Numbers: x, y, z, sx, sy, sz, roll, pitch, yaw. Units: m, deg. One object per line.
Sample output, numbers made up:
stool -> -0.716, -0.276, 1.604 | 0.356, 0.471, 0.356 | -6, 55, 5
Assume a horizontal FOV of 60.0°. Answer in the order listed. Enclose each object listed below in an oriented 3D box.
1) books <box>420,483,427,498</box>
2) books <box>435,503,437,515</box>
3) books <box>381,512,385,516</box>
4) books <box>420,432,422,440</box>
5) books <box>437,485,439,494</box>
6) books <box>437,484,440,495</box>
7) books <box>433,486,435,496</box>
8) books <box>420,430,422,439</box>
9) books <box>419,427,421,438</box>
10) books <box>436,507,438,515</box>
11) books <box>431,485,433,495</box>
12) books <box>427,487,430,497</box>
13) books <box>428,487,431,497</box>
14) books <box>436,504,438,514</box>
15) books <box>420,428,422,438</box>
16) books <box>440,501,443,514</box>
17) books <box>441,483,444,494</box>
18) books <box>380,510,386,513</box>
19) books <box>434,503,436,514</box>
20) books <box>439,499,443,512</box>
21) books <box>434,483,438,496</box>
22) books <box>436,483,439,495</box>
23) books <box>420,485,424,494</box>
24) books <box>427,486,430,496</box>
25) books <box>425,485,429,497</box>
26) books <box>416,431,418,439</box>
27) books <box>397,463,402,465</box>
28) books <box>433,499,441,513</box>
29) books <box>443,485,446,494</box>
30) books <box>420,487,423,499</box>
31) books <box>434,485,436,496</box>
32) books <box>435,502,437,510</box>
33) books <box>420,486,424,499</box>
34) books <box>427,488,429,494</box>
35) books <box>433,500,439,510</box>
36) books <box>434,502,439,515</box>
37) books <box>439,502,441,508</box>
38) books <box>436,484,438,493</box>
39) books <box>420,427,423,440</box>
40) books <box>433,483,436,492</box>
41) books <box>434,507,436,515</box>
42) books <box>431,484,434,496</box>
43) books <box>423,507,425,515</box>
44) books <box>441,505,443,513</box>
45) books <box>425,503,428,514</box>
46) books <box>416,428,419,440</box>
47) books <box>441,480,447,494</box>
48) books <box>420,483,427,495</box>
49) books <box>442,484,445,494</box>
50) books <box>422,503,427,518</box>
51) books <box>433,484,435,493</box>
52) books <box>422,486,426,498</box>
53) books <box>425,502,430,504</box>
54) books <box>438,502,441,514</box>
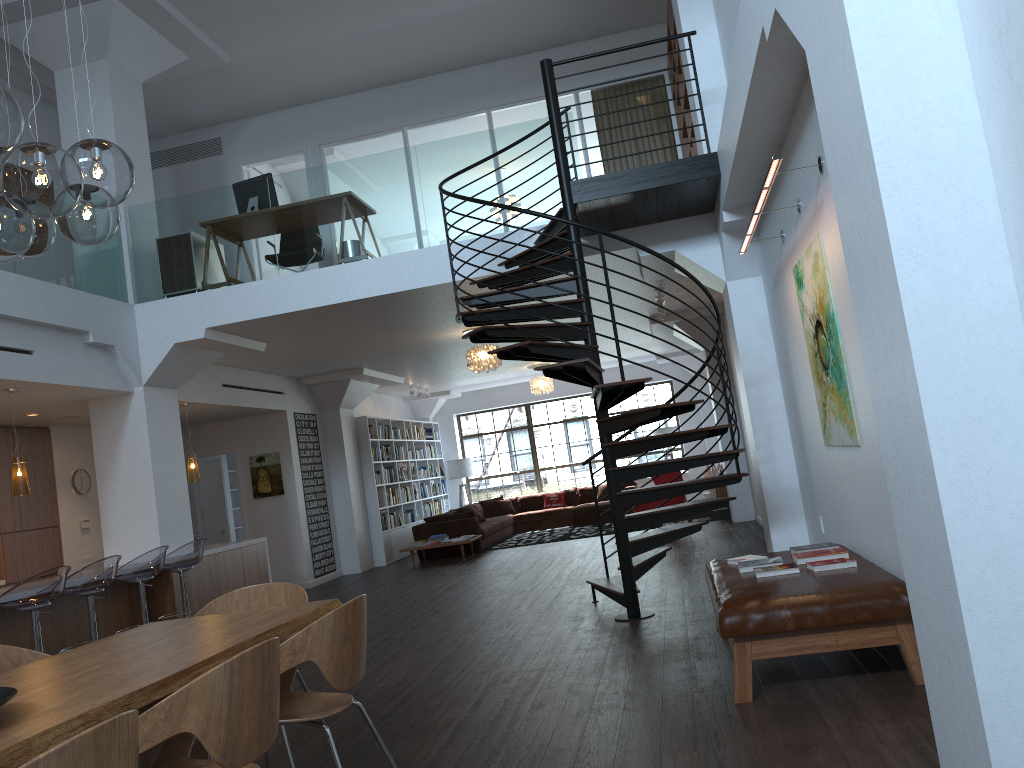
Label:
books -> -1.760, 2.061, 17.046 | 0.197, 0.290, 0.136 | -9, -5, 9
books -> -1.591, 2.488, 17.585 | 0.183, 0.253, 0.037 | -9, -5, 9
books -> -2.180, 2.126, 14.452 | 0.174, 0.045, 0.240 | -8, -5, -1
books -> -1.878, 0.989, 17.387 | 0.183, 0.253, 0.034 | -9, -5, 9
books -> -1.568, 2.167, 18.016 | 0.161, 0.221, 0.035 | -9, -5, 9
books -> -1.561, 2.163, 18.103 | 0.168, 0.228, 0.139 | -9, -5, 9
books -> -1.629, 2.133, 17.662 | 0.161, 0.223, 0.030 | -9, -5, 9
books -> -1.877, 1.000, 17.426 | 0.174, 0.240, 0.045 | -9, -5, 9
books -> -1.879, 0.986, 17.354 | 0.183, 0.253, 0.034 | -9, -5, 9
books -> -1.587, 2.502, 17.662 | 0.174, 0.240, 0.048 | -9, -5, 9
books -> -1.654, 2.126, 17.554 | 0.161, 0.223, 0.030 | -9, -5, 9
books -> -1.709, 2.097, 17.286 | 0.159, 0.248, 0.089 | -9, -5, 9
books -> -1.689, 2.116, 17.348 | 0.161, 0.218, 0.101 | -9, -5, 9
books -> -1.573, 2.498, 17.698 | 0.160, 0.250, 0.027 | -9, -5, 9
books -> -1.863, 0.996, 17.459 | 0.160, 0.250, 0.026 | -9, -5, 9
books -> -1.516, 2.523, 18.030 | 0.171, 0.246, 0.057 | -9, -5, 9
books -> -1.509, 2.173, 18.328 | 0.172, 0.235, 0.112 | -9, -5, 9
books -> -2.181, 2.087, 14.432 | 0.223, 0.027, 0.161 | -10, -6, 19
books -> -1.601, 2.487, 17.551 | 0.183, 0.253, 0.036 | -9, -5, 9
books -> -1.507, 2.508, 18.114 | 0.176, 0.290, 0.053 | -9, -5, 9
books -> -1.602, 2.135, 17.884 | 0.183, 0.253, 0.042 | -9, -5, 9
books -> -1.585, 2.143, 17.984 | 0.160, 0.251, 0.039 | -9, -5, 9
books -> -1.778, 2.066, 16.896 | 0.182, 0.255, 0.077 | -9, -5, 9
books -> -1.693, 2.111, 17.314 | 0.161, 0.222, 0.084 | -9, -5, 9
books -> -1.721, 2.092, 17.190 | 0.174, 0.242, 0.105 | -9, -5, 9
books -> -1.932, 0.986, 17.194 | 0.174, 0.240, 0.045 | -9, -5, 9
books -> -2.076, 1.431, 15.710 | 0.223, 0.027, 0.161 | -10, -6, 19
books -> -1.525, 2.486, 17.896 | 0.140, 0.298, 0.044 | -9, -5, 9
books -> -1.487, 2.198, 18.476 | 0.161, 0.213, 0.146 | -9, -5, 9
books -> -1.798, 2.055, 16.755 | 0.182, 0.255, 0.077 | -9, -5, 9
books -> -1.624, 2.130, 17.766 | 0.171, 0.246, 0.036 | -9, -5, 9
books -> -1.589, 2.492, 17.621 | 0.183, 0.253, 0.036 | -9, -5, 9
books -> -1.778, 2.068, 16.855 | 0.174, 0.243, 0.085 | -9, -5, 9
books -> -1.715, 2.092, 17.244 | 0.170, 0.251, 0.118 | -9, -5, 9
books -> -1.574, 2.490, 17.790 | 0.198, 0.284, 0.066 | -9, -5, 9
books -> -1.565, 2.498, 17.729 | 0.183, 0.253, 0.037 | -9, -5, 9
books -> -1.526, 2.523, 17.985 | 0.159, 0.241, 0.038 | -9, -5, 9
books -> -1.584, 2.154, 17.947 | 0.161, 0.223, 0.032 | -9, -5, 9
books -> -1.856, 0.995, 17.488 | 0.183, 0.253, 0.034 | -9, -5, 9
books -> -1.620, 2.131, 17.803 | 0.160, 0.251, 0.036 | -9, -5, 9
books -> -1.609, 2.496, 17.514 | 0.168, 0.231, 0.040 | -9, -5, 9
books -> -1.648, 2.114, 17.595 | 0.174, 0.251, 0.051 | -9, -5, 9
books -> -1.729, 2.447, 16.774 | 0.161, 0.223, 0.026 | -9, -5, 9
books -> -1.506, 2.538, 18.071 | 0.161, 0.223, 0.027 | -9, -5, 9
books -> -1.704, 2.428, 16.969 | 0.176, 0.290, 0.053 | -9, -5, 9
books -> -1.901, 0.982, 17.240 | 0.171, 0.246, 0.057 | -9, -5, 9
books -> -1.474, 2.164, 18.579 | 0.176, 0.290, 0.053 | -9, -5, 9
books -> -1.745, 2.063, 17.107 | 0.176, 0.293, 0.125 | -9, -5, 9
books -> -1.491, 2.192, 18.425 | 0.161, 0.213, 0.118 | -9, -5, 9
books -> -1.731, 2.425, 16.862 | 0.198, 0.284, 0.066 | -9, -5, 9
books -> -1.639, 2.124, 17.699 | 0.183, 0.253, 0.039 | -9, -5, 9
books -> -1.759, 2.069, 16.940 | 0.182, 0.253, 0.098 | -9, -5, 9
books -> -1.659, 2.447, 17.237 | 0.176, 0.290, 0.036 | -9, -5, 9
books -> -1.548, 2.510, 17.847 | 0.189, 0.247, 0.057 | -9, -5, 9
